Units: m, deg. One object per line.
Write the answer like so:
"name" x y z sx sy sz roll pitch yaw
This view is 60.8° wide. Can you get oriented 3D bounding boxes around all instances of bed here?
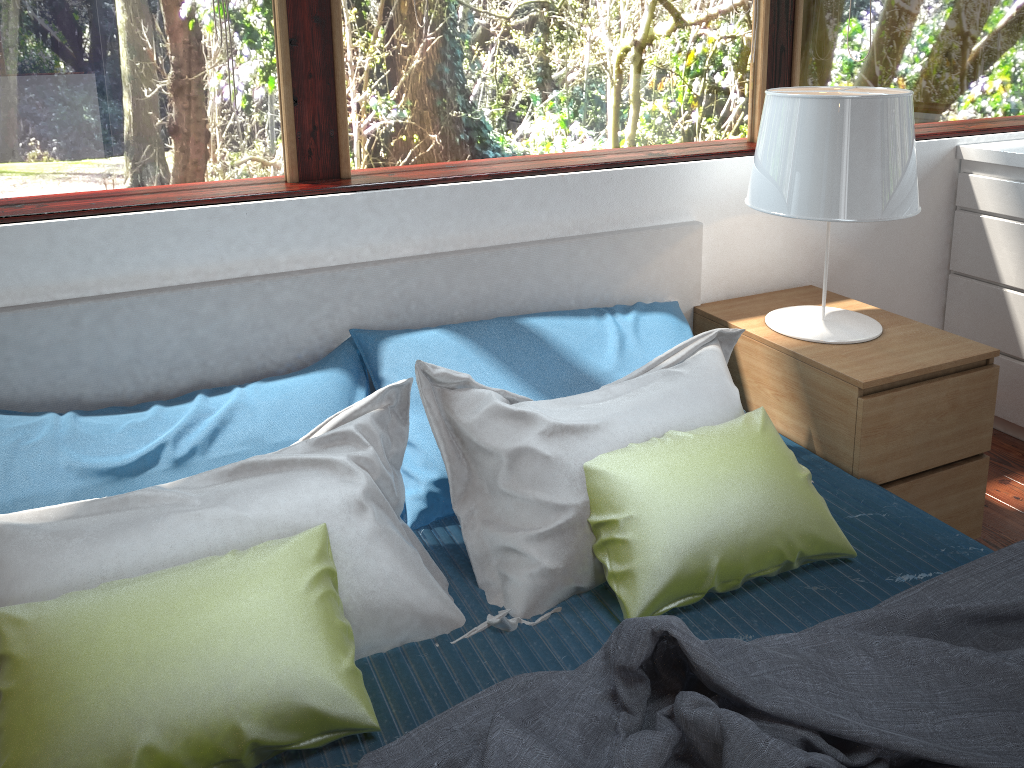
"bed" 0.233 0.514 0.979 2.158 0.736 2.683 -10 23 -22

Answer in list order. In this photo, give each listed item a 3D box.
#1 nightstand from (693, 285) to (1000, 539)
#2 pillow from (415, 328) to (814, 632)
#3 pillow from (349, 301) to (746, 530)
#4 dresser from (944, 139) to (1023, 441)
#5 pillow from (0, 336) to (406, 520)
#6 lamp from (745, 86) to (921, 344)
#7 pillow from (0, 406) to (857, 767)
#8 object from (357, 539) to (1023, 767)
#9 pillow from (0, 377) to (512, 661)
"nightstand" 0.815 0.107 2.256 0.432 0.518 0.633 -8 20 -23
"pillow" 0.252 0.105 1.720 0.864 0.374 0.372 -13 21 -29
"pillow" 0.119 0.002 2.008 0.931 0.305 0.380 -12 21 -26
"dresser" 2.313 0.152 1.587 0.621 0.840 3.245 -8 22 -23
"pillow" -0.664 0.152 1.655 0.923 0.315 0.360 -12 21 -26
"lamp" 0.780 -0.425 2.143 0.412 0.564 0.418 -11 19 -32
"pillow" -0.053 0.297 1.396 1.393 0.210 0.323 -11 22 -24
"object" 0.234 0.526 1.009 2.134 0.389 0.658 -7 20 -15
"pillow" -0.491 0.284 1.406 0.884 0.343 0.490 -13 22 -28
